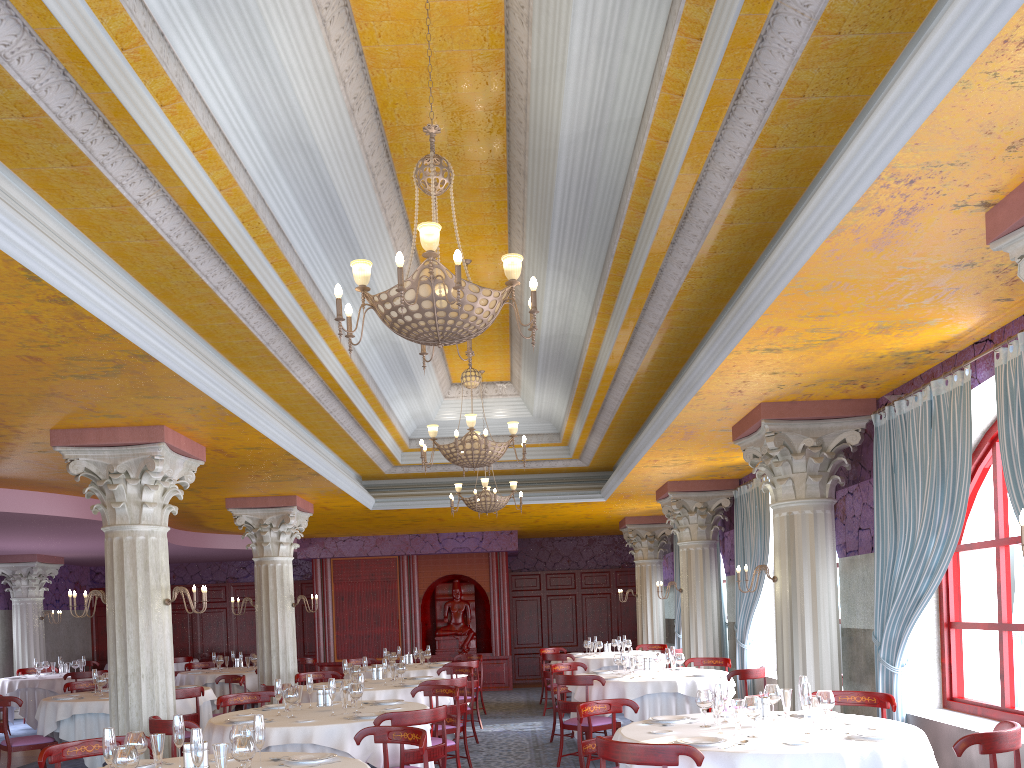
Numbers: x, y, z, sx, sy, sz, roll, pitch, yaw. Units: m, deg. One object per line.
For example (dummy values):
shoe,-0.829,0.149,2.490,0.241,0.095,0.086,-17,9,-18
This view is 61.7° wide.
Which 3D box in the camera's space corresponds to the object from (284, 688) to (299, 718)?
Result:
object,-1.932,2.800,7.518,0.122,0.262,0.124,-2,-3,-9

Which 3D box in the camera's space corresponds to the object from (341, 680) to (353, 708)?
object,-1.584,2.977,8.237,0.123,0.262,0.123,-3,-3,14

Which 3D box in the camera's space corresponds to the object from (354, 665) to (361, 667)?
object,-2.015,3.786,11.183,0.086,0.235,0.086,-2,-2,2

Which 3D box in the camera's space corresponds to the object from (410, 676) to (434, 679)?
object,-1.206,3.940,11.483,0.317,0.024,0.319,-10,-17,29

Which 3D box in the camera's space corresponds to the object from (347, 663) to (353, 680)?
object,-2.110,3.758,11.113,0.122,0.262,0.124,-1,-3,-31

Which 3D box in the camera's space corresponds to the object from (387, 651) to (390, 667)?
object,-2.103,4.636,14.432,0.122,0.262,0.124,-2,-3,-9

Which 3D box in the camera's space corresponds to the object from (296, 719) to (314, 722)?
object,-1.746,2.840,7.221,0.160,0.009,0.163,-7,-16,19

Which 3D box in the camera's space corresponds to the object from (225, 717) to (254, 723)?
object,-2.294,2.883,7.335,0.313,0.024,0.323,-2,-15,0

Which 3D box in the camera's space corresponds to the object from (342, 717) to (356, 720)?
object,-1.355,2.824,7.224,0.028,0.013,0.237,9,-19,-43

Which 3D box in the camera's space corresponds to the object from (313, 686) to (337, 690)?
object,-2.287,3.693,10.396,0.313,0.024,0.323,-2,-15,0

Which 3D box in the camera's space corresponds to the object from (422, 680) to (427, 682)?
object,-1.095,3.813,10.988,0.161,0.009,0.161,-14,-19,38

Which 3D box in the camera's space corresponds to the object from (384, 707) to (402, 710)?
object,-1.102,3.003,7.927,0.158,0.009,0.164,3,-16,-19

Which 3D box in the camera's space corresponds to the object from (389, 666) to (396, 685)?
object,-1.486,3.637,10.695,0.086,0.235,0.086,-3,-2,25

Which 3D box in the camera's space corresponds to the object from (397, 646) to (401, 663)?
object,-1.924,4.638,14.598,0.074,0.333,0.074,-3,-1,36

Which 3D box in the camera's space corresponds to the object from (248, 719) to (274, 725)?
object,-2.121,2.846,7.211,0.259,0.019,0.056,11,-18,-40

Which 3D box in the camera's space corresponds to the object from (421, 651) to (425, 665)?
object,-1.499,4.651,14.522,0.086,0.235,0.086,-2,-2,2

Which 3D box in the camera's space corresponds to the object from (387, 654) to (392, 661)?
object,-1.987,4.529,13.992,0.085,0.235,0.086,-2,-2,-20

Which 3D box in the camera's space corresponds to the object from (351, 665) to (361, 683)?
object,-1.925,3.610,10.579,0.122,0.262,0.124,-2,-3,-9

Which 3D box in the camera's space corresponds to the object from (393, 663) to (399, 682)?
object,-1.507,3.772,11.204,0.086,0.235,0.086,-2,-2,2

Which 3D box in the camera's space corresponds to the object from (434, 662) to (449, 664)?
object,-1.199,4.818,14.801,0.313,0.024,0.323,3,-16,-19

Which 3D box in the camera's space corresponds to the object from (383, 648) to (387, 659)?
object,-2.085,4.506,14.078,0.074,0.333,0.074,-3,-1,36

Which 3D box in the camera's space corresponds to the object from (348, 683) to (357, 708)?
object,-1.514,2.963,8.143,0.085,0.235,0.086,-1,-2,-43

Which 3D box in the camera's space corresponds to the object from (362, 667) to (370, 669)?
object,-2.437,4.725,14.244,0.160,0.009,0.162,10,-19,-39

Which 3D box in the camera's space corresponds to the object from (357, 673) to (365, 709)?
object,-1.419,2.888,8.057,0.074,0.333,0.074,-3,-1,36

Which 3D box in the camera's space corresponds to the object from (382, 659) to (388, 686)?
object,-1.573,3.566,10.598,0.074,0.333,0.074,-3,-1,36

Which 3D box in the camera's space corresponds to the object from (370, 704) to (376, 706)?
object,-1.330,3.098,8.257,0.030,0.010,0.142,9,-19,-41

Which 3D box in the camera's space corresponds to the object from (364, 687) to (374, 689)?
object,-1.739,3.650,10.282,0.161,0.009,0.161,-14,-19,38

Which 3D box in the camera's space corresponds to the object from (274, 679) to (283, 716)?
object,-2.100,2.818,7.698,0.074,0.333,0.074,-3,-1,36

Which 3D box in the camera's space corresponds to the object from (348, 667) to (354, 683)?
object,-1.994,3.651,10.674,0.086,0.235,0.086,-3,-2,25

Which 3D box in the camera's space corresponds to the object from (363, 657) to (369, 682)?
object,-1.932,3.760,11.279,0.074,0.333,0.074,-3,-1,36

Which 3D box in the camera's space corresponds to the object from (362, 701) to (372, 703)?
object,-1.386,3.172,8.545,0.259,0.019,0.056,11,-18,-40

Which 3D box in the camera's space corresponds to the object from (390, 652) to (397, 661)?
object,-1.918,4.488,13.898,0.122,0.262,0.124,-2,-3,-9

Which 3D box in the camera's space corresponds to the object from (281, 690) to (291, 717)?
object,-2.001,2.841,7.613,0.086,0.235,0.086,-3,-2,25

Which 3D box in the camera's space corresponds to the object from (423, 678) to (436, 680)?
object,-1.092,3.903,11.337,0.028,0.013,0.235,-14,-18,43

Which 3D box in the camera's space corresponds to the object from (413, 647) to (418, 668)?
object,-1.565,4.444,13.917,0.074,0.333,0.074,-3,-1,36

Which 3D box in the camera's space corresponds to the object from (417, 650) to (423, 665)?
object,-1.569,4.665,14.617,0.122,0.262,0.124,-2,-3,-9

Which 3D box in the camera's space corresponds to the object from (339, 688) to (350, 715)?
object,-1.493,2.827,7.634,0.085,0.235,0.086,-2,-2,-20

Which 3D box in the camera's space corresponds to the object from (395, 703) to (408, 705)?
object,-1.099,3.093,8.277,0.028,0.013,0.235,-14,-18,43

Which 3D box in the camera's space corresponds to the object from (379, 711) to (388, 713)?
object,-1.087,2.886,7.510,0.055,0.019,0.263,9,-18,-39

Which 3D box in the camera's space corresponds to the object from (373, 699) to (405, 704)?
object,-1.214,3.130,8.422,0.313,0.024,0.323,-2,-15,0

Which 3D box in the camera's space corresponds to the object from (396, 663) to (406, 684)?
object,-1.392,3.639,10.764,0.122,0.262,0.124,-1,-3,-31

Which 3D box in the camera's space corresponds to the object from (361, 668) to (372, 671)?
object,-2.279,4.571,13.714,0.313,0.024,0.323,-2,-15,0

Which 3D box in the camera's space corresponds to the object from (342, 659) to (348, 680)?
object,-2.093,3.628,10.759,0.074,0.333,0.074,-2,-1,-9

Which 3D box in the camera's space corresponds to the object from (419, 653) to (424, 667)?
object,-1.478,4.515,14.013,0.086,0.235,0.086,-3,-2,25

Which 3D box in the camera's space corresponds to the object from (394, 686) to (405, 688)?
object,-1.348,3.634,10.285,0.028,0.013,0.237,9,-19,-43

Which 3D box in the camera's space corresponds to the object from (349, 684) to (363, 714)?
object,-1.399,2.829,7.703,0.123,0.262,0.123,-3,-3,14

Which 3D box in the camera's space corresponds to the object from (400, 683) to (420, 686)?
object,-1.203,3.653,10.398,0.313,0.024,0.323,-2,-15,0

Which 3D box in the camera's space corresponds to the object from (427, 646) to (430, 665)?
object,-1.405,4.576,14.437,0.074,0.333,0.074,-3,-1,36

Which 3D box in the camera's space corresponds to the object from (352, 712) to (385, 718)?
object,-1.211,2.843,7.338,0.313,0.024,0.323,-2,-15,0

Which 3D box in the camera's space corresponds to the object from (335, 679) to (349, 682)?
object,-2.290,3.980,11.480,0.313,0.024,0.323,3,-16,-19

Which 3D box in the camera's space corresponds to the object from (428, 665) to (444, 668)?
object,-1.196,4.531,13.717,0.313,0.024,0.323,-2,-15,0

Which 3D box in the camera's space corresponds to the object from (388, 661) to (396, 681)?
object,-1.577,3.787,11.298,0.123,0.262,0.123,-3,-3,14

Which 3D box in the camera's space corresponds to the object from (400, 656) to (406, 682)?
object,-1.412,3.698,11.118,0.074,0.333,0.074,-2,-1,-31

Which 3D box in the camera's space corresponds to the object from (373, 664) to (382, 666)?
object,-2.282,4.858,14.798,0.319,0.024,0.317,-14,-19,38

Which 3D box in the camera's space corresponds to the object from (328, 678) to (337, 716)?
object,-1.580,2.756,7.537,0.074,0.333,0.074,-3,-1,36
